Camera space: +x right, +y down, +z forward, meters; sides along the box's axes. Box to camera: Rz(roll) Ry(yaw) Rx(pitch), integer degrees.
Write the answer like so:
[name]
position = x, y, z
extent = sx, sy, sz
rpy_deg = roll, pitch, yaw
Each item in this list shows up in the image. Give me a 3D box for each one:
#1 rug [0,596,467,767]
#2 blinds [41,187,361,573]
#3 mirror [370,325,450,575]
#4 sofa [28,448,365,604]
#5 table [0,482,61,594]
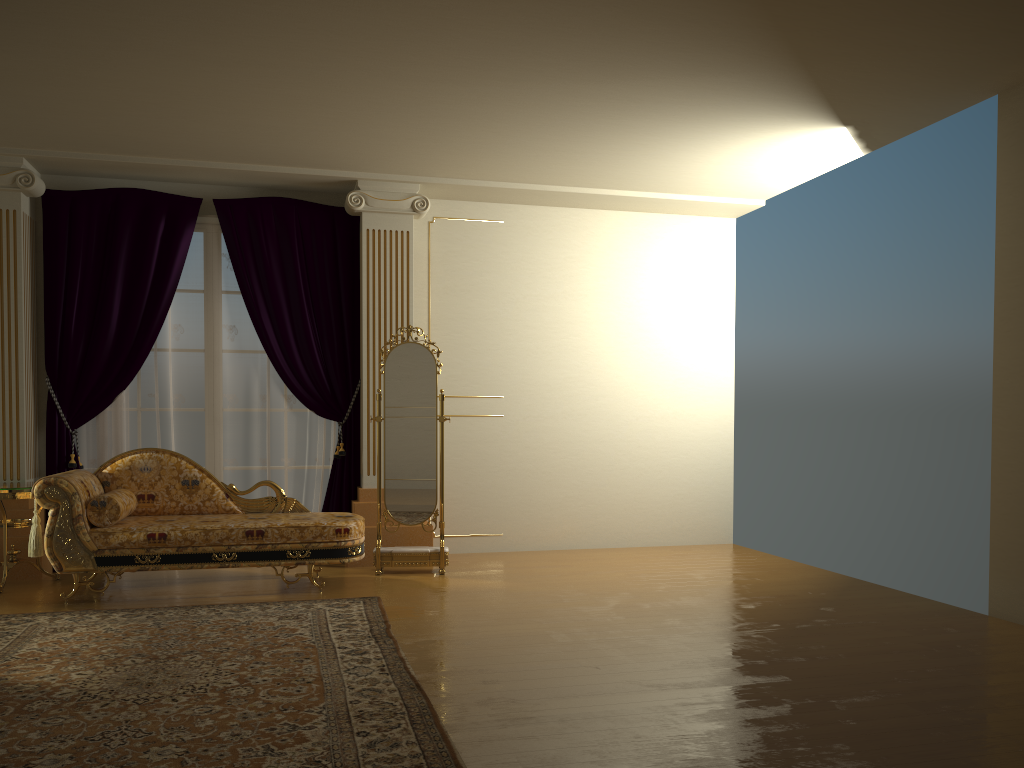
[rug]
position = -1.429, 1.181, 3.478
extent = 2.117, 0.017, 3.079
rpy_deg = 1, -2, -14
[blinds]
position = -2.165, -0.017, 6.349
extent = 2.235, 2.656, 0.338
rpy_deg = 0, 2, -13
[mirror]
position = -0.694, 0.446, 6.052
extent = 0.541, 1.702, 0.242
rpy_deg = 0, 2, -4
[sofa]
position = -1.863, 0.834, 5.458
extent = 1.893, 0.872, 0.693
rpy_deg = 1, 0, -14
[table]
position = -3.133, 0.953, 5.551
extent = 0.571, 0.644, 0.571
rpy_deg = 0, 0, 31
